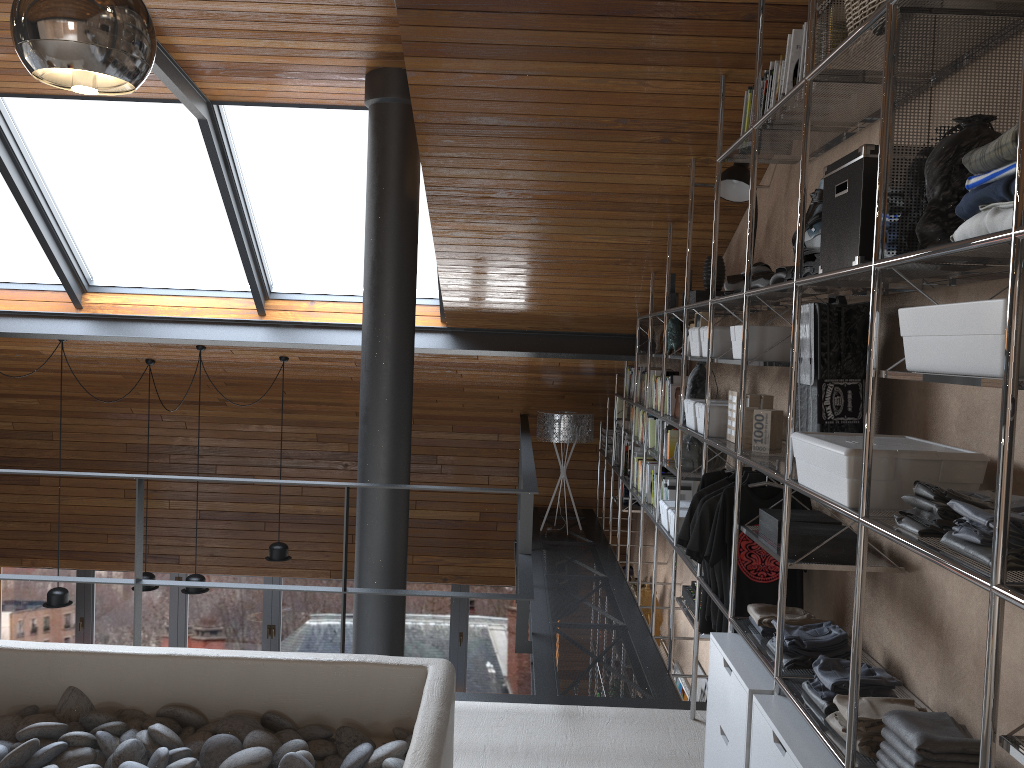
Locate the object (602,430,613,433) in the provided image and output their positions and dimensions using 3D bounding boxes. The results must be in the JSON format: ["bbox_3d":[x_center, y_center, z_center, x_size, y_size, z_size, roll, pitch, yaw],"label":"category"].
[{"bbox_3d":[0.956,0.436,8.091,0.246,0.016,0.182,2,3,0],"label":"object"}]

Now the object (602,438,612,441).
[{"bbox_3d":[0.953,0.502,8.077,0.246,0.016,0.182,2,3,0],"label":"object"}]

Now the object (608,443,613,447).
[{"bbox_3d":[0.947,0.543,7.838,0.203,0.013,0.161,2,3,0],"label":"object"}]

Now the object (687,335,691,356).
[{"bbox_3d":[0.887,-0.197,4.428,0.037,0.114,0.037,2,3,-14],"label":"object"}]

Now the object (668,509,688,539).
[{"bbox_3d":[0.937,0.712,4.420,0.295,0.136,0.228,2,3,0],"label":"object"}]

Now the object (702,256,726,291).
[{"bbox_3d":[1.003,-0.545,4.403,0.115,0.177,0.115,3,3,25],"label":"object"}]

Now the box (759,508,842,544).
[{"bbox_3d":[0.956,0.476,2.959,0.208,0.079,0.207,2,3,-1],"label":"box"}]

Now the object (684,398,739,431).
[{"bbox_3d":[0.957,0.144,4.101,0.295,0.136,0.228,2,3,0],"label":"object"}]

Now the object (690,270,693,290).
[{"bbox_3d":[0.993,-0.578,4.959,0.029,0.114,0.084,3,3,12],"label":"object"}]

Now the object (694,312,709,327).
[{"bbox_3d":[0.946,-0.245,4.385,0.062,0.219,0.157,2,2,0],"label":"object"}]

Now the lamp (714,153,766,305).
[{"bbox_3d":[1.007,-0.687,3.926,0.322,0.660,0.233,0,3,-36],"label":"lamp"}]

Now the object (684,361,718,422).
[{"bbox_3d":[0.939,0.050,4.476,0.157,0.339,0.229,3,3,27],"label":"object"}]

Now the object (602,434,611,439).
[{"bbox_3d":[0.951,0.479,8.077,0.252,0.028,0.180,2,3,0],"label":"object"}]

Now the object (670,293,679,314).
[{"bbox_3d":[0.947,-0.471,5.164,0.029,0.117,0.086,3,3,20],"label":"object"}]

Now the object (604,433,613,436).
[{"bbox_3d":[0.962,0.455,8.092,0.233,0.021,0.174,2,3,0],"label":"object"}]

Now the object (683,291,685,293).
[{"bbox_3d":[0.991,-0.465,5.013,0.029,0.117,0.086,2,3,-9],"label":"object"}]

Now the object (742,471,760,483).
[{"bbox_3d":[0.934,0.377,3.459,0.387,0.197,0.009,2,2,-4],"label":"object"}]

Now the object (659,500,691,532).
[{"bbox_3d":[0.939,0.700,4.687,0.295,0.136,0.228,2,3,0],"label":"object"}]

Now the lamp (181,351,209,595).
[{"bbox_3d":[-2.435,0.658,6.877,0.210,1.911,0.210,4,3,38],"label":"lamp"}]

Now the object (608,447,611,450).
[{"bbox_3d":[0.952,0.573,7.830,0.201,0.013,0.161,2,3,0],"label":"object"}]

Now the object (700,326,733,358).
[{"bbox_3d":[0.973,-0.178,3.820,0.295,0.136,0.228,2,3,0],"label":"object"}]

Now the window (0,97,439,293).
[{"bbox_3d":[-2.407,-1.215,5.766,3.818,1.031,1.213,2,3,0],"label":"window"}]

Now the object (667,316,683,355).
[{"bbox_3d":[0.956,-0.267,4.957,0.197,0.220,0.102,1,3,-15],"label":"object"}]

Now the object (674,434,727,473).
[{"bbox_3d":[0.972,0.322,4.553,0.166,0.240,0.390,4,3,33],"label":"object"}]

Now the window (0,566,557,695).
[{"bbox_3d":[-2.464,2.554,9.074,5.936,1.522,0.101,2,2,0],"label":"window"}]

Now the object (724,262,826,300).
[{"bbox_3d":[0.983,-0.399,3.300,0.286,0.141,0.657,2,3,-7],"label":"object"}]

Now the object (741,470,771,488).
[{"bbox_3d":[0.934,0.380,3.394,0.387,0.197,0.009,2,2,-4],"label":"object"}]

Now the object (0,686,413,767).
[{"bbox_3d":[-1.134,1.035,2.021,1.842,0.246,1.435,2,3,0],"label":"object"}]

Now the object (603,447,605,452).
[{"bbox_3d":[0.952,0.604,8.097,0.234,0.025,0.176,2,3,0],"label":"object"}]

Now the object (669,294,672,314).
[{"bbox_3d":[0.938,-0.476,5.261,0.029,0.117,0.086,2,3,-14],"label":"object"}]

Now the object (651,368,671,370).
[{"bbox_3d":[0.967,0.017,5.829,0.146,0.240,0.023,2,2,0],"label":"object"}]

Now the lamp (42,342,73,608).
[{"bbox_3d":[-3.467,0.684,6.800,0.210,2.034,0.210,4,3,38],"label":"lamp"}]

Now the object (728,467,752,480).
[{"bbox_3d":[0.935,0.372,3.581,0.387,0.197,0.009,2,2,-4],"label":"object"}]

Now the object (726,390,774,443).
[{"bbox_3d":[0.961,0.135,3.571,0.142,0.205,0.196,2,3,-1],"label":"object"}]

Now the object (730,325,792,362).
[{"bbox_3d":[0.969,-0.147,3.265,0.290,0.124,0.222,2,3,0],"label":"object"}]

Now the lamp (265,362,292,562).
[{"bbox_3d":[-1.831,0.608,7.029,0.210,1.565,0.210,4,3,38],"label":"lamp"}]

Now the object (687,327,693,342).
[{"bbox_3d":[0.936,-0.219,4.585,0.091,0.146,0.091,4,3,34],"label":"object"}]

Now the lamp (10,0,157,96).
[{"bbox_3d":[-0.447,-1.061,0.953,0.146,1.474,0.146,4,3,31],"label":"lamp"}]

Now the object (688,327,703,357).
[{"bbox_3d":[0.975,-0.189,4.080,0.295,0.136,0.228,2,3,0],"label":"object"}]

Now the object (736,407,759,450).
[{"bbox_3d":[0.891,0.167,3.355,0.074,0.156,0.078,3,3,15],"label":"object"}]

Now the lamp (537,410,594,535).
[{"bbox_3d":[0.433,0.738,7.467,0.475,1.002,0.475,3,3,24],"label":"lamp"}]

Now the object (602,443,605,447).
[{"bbox_3d":[0.952,0.561,8.096,0.243,0.012,0.159,2,3,0],"label":"object"}]

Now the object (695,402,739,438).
[{"bbox_3d":[0.955,0.156,3.835,0.295,0.136,0.228,2,3,0],"label":"object"}]

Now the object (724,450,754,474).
[{"bbox_3d":[0.940,0.328,3.627,0.283,0.118,0.016,2,2,0],"label":"object"}]

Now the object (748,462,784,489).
[{"bbox_3d":[0.937,0.345,3.259,0.283,0.118,0.016,2,2,0],"label":"object"}]

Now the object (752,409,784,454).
[{"bbox_3d":[0.941,0.173,3.261,0.078,0.156,0.074,0,3,-40],"label":"object"}]

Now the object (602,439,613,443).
[{"bbox_3d":[0.952,0.518,8.077,0.246,0.016,0.182,2,3,0],"label":"object"}]

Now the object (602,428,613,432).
[{"bbox_3d":[0.956,0.420,8.101,0.246,0.016,0.182,2,3,0],"label":"object"}]

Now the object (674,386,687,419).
[{"bbox_3d":[0.957,0.086,4.708,0.227,0.202,0.082,0,3,-38],"label":"object"}]

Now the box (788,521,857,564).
[{"bbox_3d":[0.946,0.486,2.725,0.208,0.079,0.207,3,3,12],"label":"box"}]

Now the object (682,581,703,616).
[{"bbox_3d":[0.960,0.992,4.002,0.320,0.114,0.404,2,3,0],"label":"object"}]

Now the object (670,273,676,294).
[{"bbox_3d":[0.943,-0.589,5.207,0.029,0.114,0.084,2,3,7],"label":"object"}]

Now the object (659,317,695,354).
[{"bbox_3d":[0.983,-0.278,5.158,0.138,0.222,0.278,0,3,-44],"label":"object"}]

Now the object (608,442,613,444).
[{"bbox_3d":[0.965,0.534,8.092,0.224,0.017,0.167,2,3,0],"label":"object"}]

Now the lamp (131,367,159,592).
[{"bbox_3d":[-2.960,0.669,7.208,0.210,2.002,0.210,4,3,38],"label":"lamp"}]
